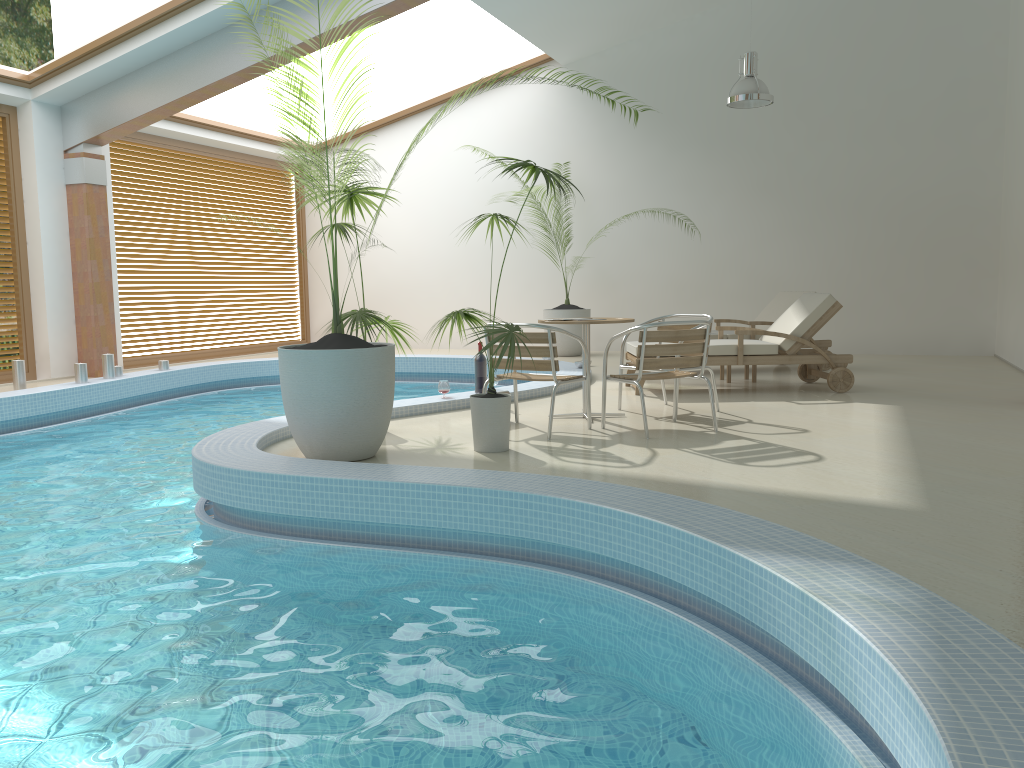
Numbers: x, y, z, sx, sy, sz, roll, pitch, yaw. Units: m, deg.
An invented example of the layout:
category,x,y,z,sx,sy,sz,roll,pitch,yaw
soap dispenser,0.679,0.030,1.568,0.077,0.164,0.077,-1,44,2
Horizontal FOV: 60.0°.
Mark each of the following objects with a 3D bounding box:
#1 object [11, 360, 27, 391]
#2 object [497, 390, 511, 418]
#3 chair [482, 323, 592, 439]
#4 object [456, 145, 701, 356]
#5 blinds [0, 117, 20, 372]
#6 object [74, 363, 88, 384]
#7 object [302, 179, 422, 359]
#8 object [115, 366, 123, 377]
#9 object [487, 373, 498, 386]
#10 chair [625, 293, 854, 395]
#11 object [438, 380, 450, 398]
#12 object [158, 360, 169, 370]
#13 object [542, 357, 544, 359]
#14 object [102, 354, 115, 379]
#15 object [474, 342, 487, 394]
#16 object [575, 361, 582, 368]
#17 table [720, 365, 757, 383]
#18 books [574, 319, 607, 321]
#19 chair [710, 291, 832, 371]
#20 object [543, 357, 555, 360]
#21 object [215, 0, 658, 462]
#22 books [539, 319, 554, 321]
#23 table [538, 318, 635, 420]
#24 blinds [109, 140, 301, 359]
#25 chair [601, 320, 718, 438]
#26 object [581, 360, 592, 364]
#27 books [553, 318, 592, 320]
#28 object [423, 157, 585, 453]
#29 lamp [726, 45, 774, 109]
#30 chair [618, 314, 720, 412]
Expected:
category,x,y,z,sx,sy,sz,roll,pitch,yaw
object,-4.860,-0.074,8.748,0.115,0.320,0.115,-3,7,-19
object,-0.132,0.168,6.310,0.081,0.223,0.272,5,8,42
chair,0.152,-0.056,5.945,0.618,0.727,0.563,3,8,34
object,0.867,-1.857,12.039,2.979,2.960,2.729,-2,6,-14
blinds,-6.384,-1.310,8.135,0.095,2.921,4.200,2,7,22
object,-4.278,-0.107,8.804,0.115,0.194,0.115,-4,7,-28
object,-1.050,-0.525,6.016,0.791,1.695,1.059,0,6,9
object,-4.218,-0.137,9.469,0.115,0.107,0.115,-3,7,-19
object,-0.169,-0.022,7.708,0.102,0.137,0.102,3,7,30
chair,2.030,-0.385,8.098,1.903,0.866,0.861,-1,6,0
object,-0.553,0.041,7.197,0.102,0.137,0.102,3,7,30
object,-3.977,-0.213,10.131,0.115,0.107,0.115,-3,7,-19
object,0.420,-0.315,10.610,0.140,0.069,0.140,-2,6,-9
object,-4.196,-0.184,9.224,0.115,0.254,0.115,-4,7,-28
object,-0.260,-0.135,7.375,0.109,0.435,0.109,-5,7,-33
object,0.744,-0.206,9.568,0.140,0.069,0.140,-2,6,-9
table,2.238,-0.157,8.784,0.283,0.255,0.320,-1,6,0
books,0.533,-0.462,6.363,0.241,0.004,0.166,-4,7,-27
chair,2.500,-0.581,9.811,1.903,0.866,0.861,-3,7,-16
object,0.438,-0.295,10.429,0.140,0.069,0.140,-2,6,-9
object,-0.971,-1.075,5.171,2.979,2.960,2.729,4,8,39
books,0.326,-0.468,6.445,0.241,0.004,0.166,-4,7,-27
table,0.545,-0.112,6.493,0.700,0.720,0.700,5,8,41
blinds,-4.463,-1.865,12.923,0.095,2.921,4.414,2,7,22
chair,0.975,-0.064,5.904,0.618,0.727,0.563,-4,7,-26
object,0.888,-0.246,10.644,0.140,0.069,0.140,-2,6,-9
books,0.434,-0.469,6.402,0.241,0.004,0.166,-4,7,-27
object,-0.047,-0.451,5.197,0.791,1.695,1.059,-5,7,-32
lamp,2.596,-4.045,9.627,0.506,1.958,0.505,2,7,22
chair,1.183,-0.160,6.749,0.563,0.727,0.618,-5,8,-36
